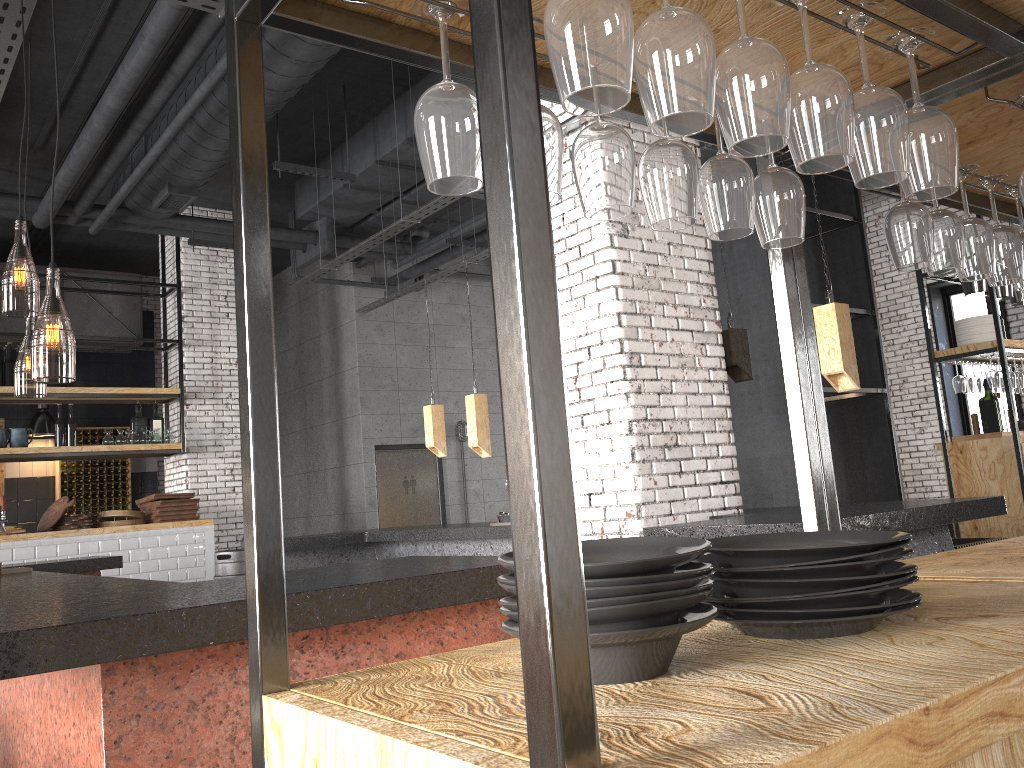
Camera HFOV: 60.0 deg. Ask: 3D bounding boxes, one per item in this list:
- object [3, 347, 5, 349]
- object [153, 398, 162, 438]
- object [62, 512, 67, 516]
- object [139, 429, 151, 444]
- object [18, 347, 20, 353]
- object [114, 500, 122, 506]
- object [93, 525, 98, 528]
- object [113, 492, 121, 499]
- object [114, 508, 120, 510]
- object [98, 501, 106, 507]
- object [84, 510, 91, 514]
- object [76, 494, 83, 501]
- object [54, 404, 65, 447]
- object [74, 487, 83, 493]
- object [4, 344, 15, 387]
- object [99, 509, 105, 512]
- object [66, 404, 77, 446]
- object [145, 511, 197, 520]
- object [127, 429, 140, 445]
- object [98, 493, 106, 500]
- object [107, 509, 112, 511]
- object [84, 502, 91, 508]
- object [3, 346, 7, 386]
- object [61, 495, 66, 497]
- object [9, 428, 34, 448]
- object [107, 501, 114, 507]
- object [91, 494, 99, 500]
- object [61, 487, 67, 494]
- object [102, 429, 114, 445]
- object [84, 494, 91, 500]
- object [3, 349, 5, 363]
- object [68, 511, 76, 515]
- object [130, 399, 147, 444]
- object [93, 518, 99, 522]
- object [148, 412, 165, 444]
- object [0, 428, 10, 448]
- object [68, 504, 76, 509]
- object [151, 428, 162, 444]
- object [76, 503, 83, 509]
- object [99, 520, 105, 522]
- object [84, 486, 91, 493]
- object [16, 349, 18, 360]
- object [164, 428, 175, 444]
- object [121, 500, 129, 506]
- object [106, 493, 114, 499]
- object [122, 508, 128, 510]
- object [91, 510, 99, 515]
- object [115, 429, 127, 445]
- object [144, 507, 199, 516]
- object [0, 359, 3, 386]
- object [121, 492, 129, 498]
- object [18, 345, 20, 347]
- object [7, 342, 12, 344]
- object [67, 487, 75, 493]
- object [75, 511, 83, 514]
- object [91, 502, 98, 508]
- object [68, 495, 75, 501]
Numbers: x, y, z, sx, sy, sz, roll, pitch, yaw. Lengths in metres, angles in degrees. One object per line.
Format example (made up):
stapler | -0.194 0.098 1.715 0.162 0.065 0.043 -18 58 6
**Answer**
object | -5.199 -0.357 9.105 0.046 0.031 0.046 -9 -9 30
object | -3.922 0.417 9.773 0.140 0.552 0.096 1 -10 -33
object | -5.862 1.710 11.609 0.079 0.080 0.280 1 -10 -37
object | -3.932 0.568 9.501 0.118 0.181 0.118 -9 -9 29
object | -5.010 -0.153 9.033 0.098 0.460 0.098 -10 -10 30
object | -5.335 1.612 12.011 0.079 0.080 0.280 1 -10 -37
object | -5.535 1.920 11.794 0.079 0.080 0.280 1 -10 -37
object | -5.367 1.514 12.058 0.079 0.079 0.283 1 -10 -37
object | -5.349 1.722 12.026 0.079 0.080 0.280 1 -10 -37
object | -5.509 1.616 11.928 0.079 0.080 0.280 1 -10 -37
object | -5.628 1.711 11.768 0.079 0.080 0.280 1 -10 -37
object | -5.729 1.505 11.754 0.079 0.079 0.283 1 -10 -37
object | -4.675 0.440 9.164 0.098 0.472 0.098 -12 -11 40
object | -5.752 1.404 11.789 0.079 0.079 0.283 1 -10 -37
object | -5.019 -0.175 8.859 0.098 0.460 0.098 -2 -9 -15
object | -5.491 1.717 11.900 0.079 0.080 0.280 1 -10 -37
object | -4.589 0.441 9.228 0.098 0.472 0.098 0 -10 -30
object | -3.576 1.376 9.235 0.405 0.044 0.634 0 -9 -35
object | -4.021 0.564 9.417 0.118 0.181 0.118 -4 -8 -4
object | -5.520 1.512 11.948 0.079 0.079 0.283 1 -10 -37
object | -5.427 1.721 11.973 0.079 0.080 0.280 1 -10 -37
object | -5.662 1.614 11.817 0.079 0.080 0.280 1 -10 -37
object | -5.100 -0.154 8.965 0.098 0.460 0.098 -2 -9 -15
object | -5.871 1.500 11.630 0.079 0.079 0.283 1 -10 -37
object | -4.940 0.550 8.901 0.198 0.231 0.165 -8 -9 23
object | -5.424 1.614 11.973 0.079 0.080 0.280 1 -10 -37
object | -5.584 1.508 11.875 0.079 0.079 0.283 1 -10 -37
object | -5.894 1.400 11.663 0.079 0.079 0.283 1 -10 -37
object | -4.232 0.566 9.291 0.118 0.181 0.118 -7 -9 16
object | -5.659 1.507 11.818 0.079 0.079 0.283 1 -10 -37
object | -5.180 -0.134 9.071 0.098 0.460 0.098 -2 -9 -15
object | -5.778 1.709 11.654 0.079 0.080 0.280 1 -10 -37
object | -4.066 0.415 9.652 0.157 0.556 0.105 1 -10 -33
object | -5.557 1.820 11.828 0.079 0.080 0.280 1 -10 -37
object | -3.919 0.493 9.766 0.157 0.407 0.105 1 -10 -33
object | -5.089 0.550 8.803 0.198 0.231 0.165 0 -9 -31
object | -5.789 1.606 11.673 0.079 0.080 0.280 1 -10 -37
object | -3.847 0.572 9.588 0.118 0.181 0.118 -11 -10 36
object | -5.725 1.610 11.745 0.079 0.080 0.280 1 -10 -37
object | -5.491 1.823 11.897 0.079 0.080 0.280 1 -10 -37
object | -5.654 1.400 11.816 0.079 0.079 0.283 1 -10 -37
object | -5.091 -0.132 9.139 0.098 0.460 0.098 -10 -10 30
object | -3.718 0.566 9.621 0.118 0.181 0.118 -3 -8 -13
object | -5.273 1.617 12.086 0.079 0.080 0.280 1 -10 -37
object | -5.433 1.511 11.989 0.079 0.079 0.283 1 -10 -37
object | -5.274 1.723 12.083 0.079 0.080 0.280 1 -10 -37
object | -5.560 1.715 11.836 0.079 0.080 0.280 1 -10 -37
object | -4.124 0.564 9.351 0.118 0.181 0.118 -6 -8 12
object | -3.580 1.332 9.242 0.405 0.044 0.634 2 -10 -41
object | -5.105 -0.176 8.794 0.098 0.460 0.098 -2 -9 -15
object | -5.271 1.510 12.088 0.079 0.079 0.283 1 -10 -37
object | -5.029 -0.376 9.066 0.046 0.031 0.046 -9 -9 30
object | -5.037 -0.398 8.893 0.046 0.031 0.046 -9 -9 30
object | -5.830 1.404 11.736 0.079 0.079 0.283 1 -10 -37
object | -5.726 1.716 11.742 0.079 0.080 0.280 1 -10 -37
object | -5.574 1.612 11.859 0.079 0.080 0.280 1 -10 -37
object | -5.810 1.505 11.705 0.079 0.079 0.283 1 -10 -37
